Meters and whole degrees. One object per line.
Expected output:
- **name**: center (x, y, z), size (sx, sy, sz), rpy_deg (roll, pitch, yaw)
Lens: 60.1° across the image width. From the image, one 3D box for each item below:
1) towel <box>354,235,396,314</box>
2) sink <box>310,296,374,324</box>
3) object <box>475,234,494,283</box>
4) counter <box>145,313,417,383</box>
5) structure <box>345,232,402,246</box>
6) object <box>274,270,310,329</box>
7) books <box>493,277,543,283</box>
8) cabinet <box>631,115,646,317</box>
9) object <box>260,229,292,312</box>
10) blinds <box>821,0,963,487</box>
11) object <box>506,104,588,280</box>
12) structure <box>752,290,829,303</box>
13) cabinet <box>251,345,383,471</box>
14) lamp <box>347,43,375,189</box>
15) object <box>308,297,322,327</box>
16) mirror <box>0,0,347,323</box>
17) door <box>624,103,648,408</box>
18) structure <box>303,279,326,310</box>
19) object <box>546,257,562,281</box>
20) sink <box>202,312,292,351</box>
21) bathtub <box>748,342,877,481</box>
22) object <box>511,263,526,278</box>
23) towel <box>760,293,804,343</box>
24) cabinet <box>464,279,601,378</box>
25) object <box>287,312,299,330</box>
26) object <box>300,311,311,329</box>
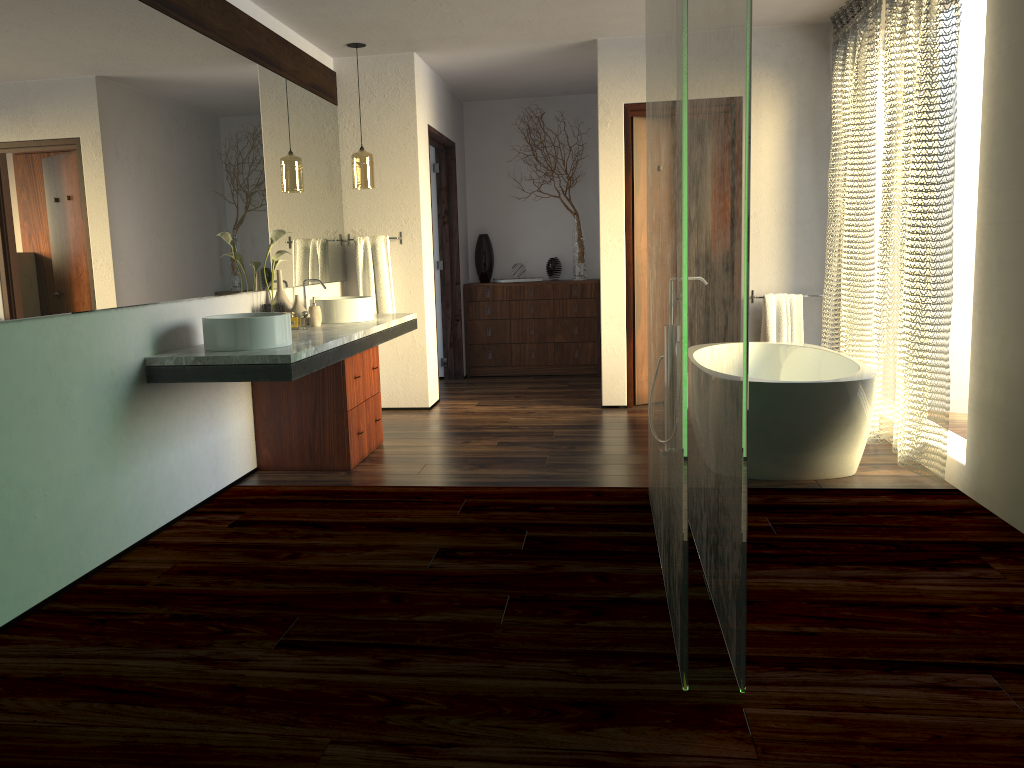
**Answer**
- **towel**: center (-0.913, -0.663, 5.887), size (0.263, 0.636, 0.158), rpy_deg (2, 9, 26)
- **sink**: center (-0.960, -0.422, 5.007), size (0.353, 0.130, 0.361), rpy_deg (-4, 9, -15)
- **object**: center (-0.240, -1.088, 7.678), size (0.173, 0.417, 0.168), rpy_deg (1, 9, 20)
- **counter**: center (-1.002, -0.224, 4.472), size (0.591, 0.101, 2.244), rpy_deg (-1, 8, 6)
- **structure**: center (-0.925, -0.968, 5.905), size (0.372, 0.088, 0.101), rpy_deg (-1, 8, 9)
- **object**: center (-1.159, -0.441, 4.603), size (0.245, 0.305, 0.117), rpy_deg (4, 10, 34)
- **books**: center (0.109, -0.902, 7.659), size (0.491, 0.034, 0.250), rpy_deg (-5, 9, -16)
- **cabinet**: center (1.622, -1.243, 7.063), size (1.494, 2.363, 0.356), rpy_deg (0, 8, 9)
- **object**: center (-1.202, -0.528, 4.517), size (0.186, 0.504, 0.246), rpy_deg (-4, 9, -14)
- **blinds**: center (1.848, -0.868, 4.463), size (0.182, 2.336, 2.112), rpy_deg (-1, 8, 6)
- **object**: center (0.284, -1.592, 7.409), size (0.714, 1.449, 0.845), rpy_deg (-8, 11, -39)
- **structure**: center (1.746, -0.551, 5.553), size (0.456, 0.088, 0.101), rpy_deg (-1, 8, 9)
- **cabinet**: center (-1.009, 0.090, 4.723), size (0.516, 0.599, 0.655), rpy_deg (-1, 8, 7)
- **lamp**: center (-0.949, -1.666, 5.541), size (0.135, 0.867, 0.142), rpy_deg (-9, 11, -39)
- **object**: center (-1.038, -0.380, 4.653), size (0.070, 0.158, 0.071), rpy_deg (-3, 8, -9)
- **mirror**: center (-1.359, -0.969, 3.949), size (0.017, 1.152, 4.052), rpy_deg (-1, 9, 6)
- **door**: center (1.120, -0.840, 5.896), size (0.735, 1.947, 0.461), rpy_deg (-1, 8, 8)
- **structure**: center (-1.129, -0.470, 4.997), size (0.166, 0.242, 0.065), rpy_deg (0, 8, 12)
- **object**: center (0.360, -0.989, 7.599), size (0.135, 0.200, 0.142), rpy_deg (-8, 11, -38)
- **sink**: center (-1.101, -0.221, 3.688), size (0.360, 0.130, 0.354), rpy_deg (-1, 9, 10)
- **bathtub**: center (1.290, 0.114, 4.421), size (0.770, 0.485, 1.610), rpy_deg (-1, 8, 6)
- **object**: center (0.058, -0.978, 7.649), size (0.131, 0.131, 0.130), rpy_deg (-1, 8, 3)
- **towel**: center (1.699, -0.251, 5.576), size (0.259, 0.637, 0.155), rpy_deg (-3, 8, -9)
- **cabinet**: center (0.189, -0.485, 7.659), size (1.147, 0.800, 0.400), rpy_deg (-1, 8, 9)
- **object**: center (-1.117, -0.318, 4.479), size (0.064, 0.092, 0.039), rpy_deg (-7, 10, -32)
- **object**: center (-1.053, -0.327, 4.513), size (0.039, 0.090, 0.056), rpy_deg (1, 9, 17)
